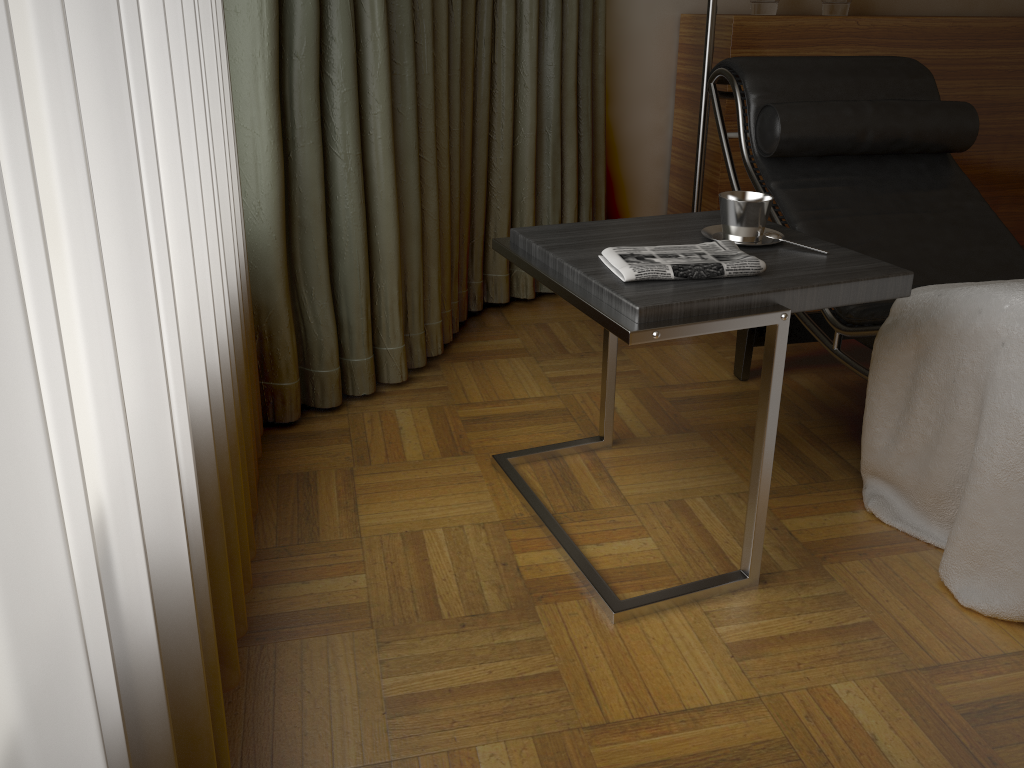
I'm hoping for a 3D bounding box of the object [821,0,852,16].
[{"bbox_3d":[1.107,-1.334,3.003,0.156,0.150,0.160,-8,23,-21],"label":"object"}]

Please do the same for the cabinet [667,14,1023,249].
[{"bbox_3d":[1.461,-0.916,3.290,1.676,0.838,0.427,-5,21,-13],"label":"cabinet"}]

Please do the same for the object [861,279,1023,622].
[{"bbox_3d":[1.110,0.122,1.400,0.918,0.506,0.935,-4,23,-12],"label":"object"}]

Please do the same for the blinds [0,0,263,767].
[{"bbox_3d":[-0.336,-0.554,0.652,0.092,2.225,2.258,-4,22,-12],"label":"blinds"}]

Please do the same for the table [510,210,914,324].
[{"bbox_3d":[0.327,-0.222,1.578,0.519,0.044,0.512,-8,25,-20],"label":"table"}]

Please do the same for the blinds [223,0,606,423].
[{"bbox_3d":[-0.137,-1.292,2.218,0.226,2.383,1.564,12,23,29],"label":"blinds"}]

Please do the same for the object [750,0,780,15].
[{"bbox_3d":[0.846,-1.312,2.945,0.157,0.150,0.159,14,25,31],"label":"object"}]

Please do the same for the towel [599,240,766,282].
[{"bbox_3d":[0.275,-0.205,1.461,0.241,0.034,0.184,-3,23,-9],"label":"towel"}]

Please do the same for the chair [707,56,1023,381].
[{"bbox_3d":[1.008,-0.227,1.843,0.636,0.774,1.840,-4,23,-12],"label":"chair"}]

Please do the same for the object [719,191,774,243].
[{"bbox_3d":[0.425,-0.309,1.629,0.098,0.076,0.114,-4,23,-11],"label":"object"}]

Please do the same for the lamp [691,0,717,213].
[{"bbox_3d":[0.872,-0.829,1.910,0.452,1.911,1.455,-3,21,-9],"label":"lamp"}]

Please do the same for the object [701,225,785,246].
[{"bbox_3d":[0.426,-0.273,1.634,0.150,0.009,0.154,-2,23,-7],"label":"object"}]

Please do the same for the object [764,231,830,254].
[{"bbox_3d":[0.504,-0.253,1.571,0.030,0.019,0.125,-19,30,-40],"label":"object"}]
